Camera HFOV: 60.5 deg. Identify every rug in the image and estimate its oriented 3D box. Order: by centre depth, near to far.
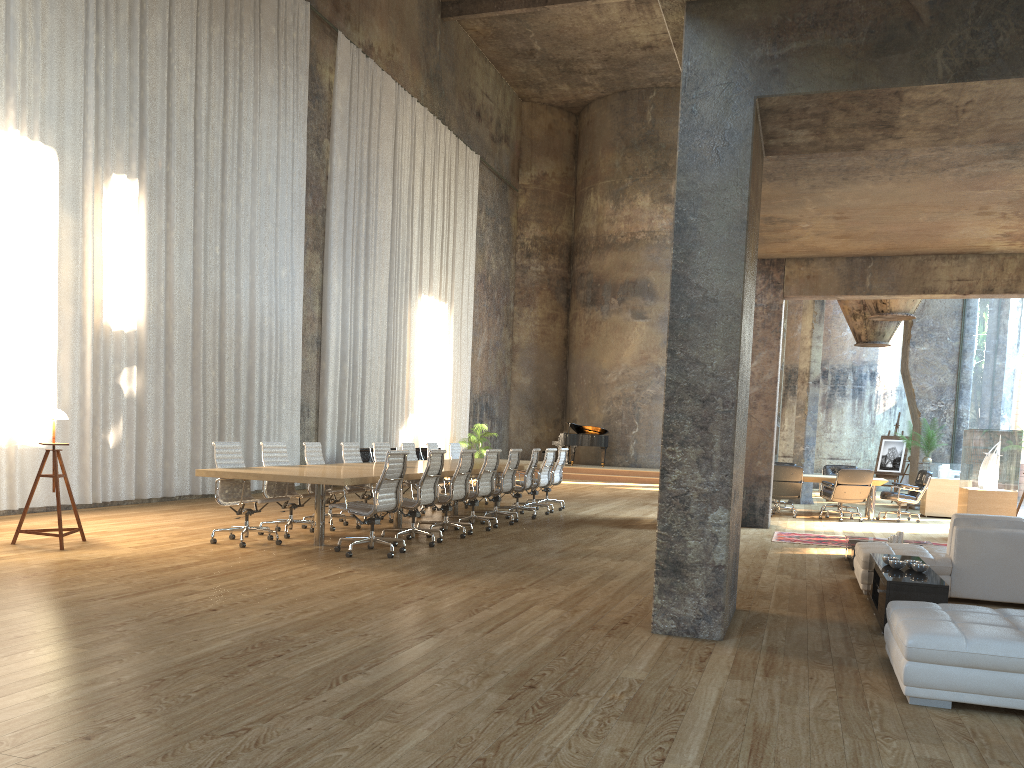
[{"bbox_3d":[4.643,2.051,11.318,2.457,0.009,1.344,1,-3,18],"label":"rug"}]

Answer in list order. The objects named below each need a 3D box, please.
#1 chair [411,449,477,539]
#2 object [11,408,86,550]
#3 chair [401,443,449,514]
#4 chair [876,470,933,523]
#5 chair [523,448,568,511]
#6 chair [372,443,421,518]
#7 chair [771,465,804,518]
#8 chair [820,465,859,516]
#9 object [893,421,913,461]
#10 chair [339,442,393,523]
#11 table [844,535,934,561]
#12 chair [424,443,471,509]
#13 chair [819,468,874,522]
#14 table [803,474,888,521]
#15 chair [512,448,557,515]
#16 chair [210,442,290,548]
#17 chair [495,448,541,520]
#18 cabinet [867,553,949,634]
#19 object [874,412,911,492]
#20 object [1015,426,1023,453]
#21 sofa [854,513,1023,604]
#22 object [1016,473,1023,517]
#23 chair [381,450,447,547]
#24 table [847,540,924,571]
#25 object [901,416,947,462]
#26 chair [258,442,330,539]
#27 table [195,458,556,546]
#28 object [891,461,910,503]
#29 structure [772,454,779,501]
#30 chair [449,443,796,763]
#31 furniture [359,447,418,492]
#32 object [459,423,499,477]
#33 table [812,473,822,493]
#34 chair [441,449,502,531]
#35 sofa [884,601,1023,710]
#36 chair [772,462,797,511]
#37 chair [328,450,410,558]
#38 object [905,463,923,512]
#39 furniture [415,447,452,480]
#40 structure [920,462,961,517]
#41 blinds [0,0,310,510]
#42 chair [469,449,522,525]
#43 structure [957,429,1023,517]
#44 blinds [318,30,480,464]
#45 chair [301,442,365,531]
[{"bbox_3d":[-0.793,1.264,10.290,0.697,1.033,0.663,3,2,24],"label":"chair"},{"bbox_3d":[-4.239,0.877,8.169,0.658,1.307,0.566,0,4,-38],"label":"object"},{"bbox_3d":[-1.313,1.404,13.170,0.697,1.033,0.663,3,2,24],"label":"chair"},{"bbox_3d":[6.693,1.906,15.064,0.819,0.899,0.727,3,1,13],"label":"chair"},{"bbox_3d":[0.561,1.556,14.504,0.697,1.033,0.663,3,2,24],"label":"chair"},{"bbox_3d":[-1.593,1.345,12.317,0.696,1.033,0.663,3,2,27],"label":"chair"},{"bbox_3d":[4.579,1.815,15.001,0.728,0.899,0.818,3,1,12],"label":"chair"},{"bbox_3d":[6.005,1.935,16.090,0.728,0.899,0.819,3,1,19],"label":"chair"},{"bbox_3d":[8.947,1.267,19.707,0.684,0.946,0.859,4,2,39],"label":"object"},{"bbox_3d":[-1.871,1.287,11.483,0.697,1.033,0.663,3,2,24],"label":"chair"},{"bbox_3d":[4.071,1.813,9.532,0.858,0.248,0.369,1,-1,18],"label":"table"},{"bbox_3d":[-1.027,1.465,14.041,0.697,1.033,0.663,3,2,22],"label":"chair"},{"bbox_3d":[5.547,1.839,14.716,0.730,0.899,0.816,2,1,-8],"label":"chair"},{"bbox_3d":[5.277,1.969,15.536,2.405,0.705,1.102,2,-1,18],"label":"table"},{"bbox_3d":[0.324,1.500,13.674,0.696,1.033,0.663,3,2,27],"label":"chair"},{"bbox_3d":[-2.665,1.113,8.955,0.697,1.033,0.663,3,2,24],"label":"chair"},{"bbox_3d":[0.063,1.444,12.860,0.697,1.033,0.663,3,2,18],"label":"chair"},{"bbox_3d":[2.851,1.526,6.445,0.395,0.371,1.559,2,-3,18],"label":"cabinet"},{"bbox_3d":[9.054,1.728,20.881,0.684,2.163,0.696,-1,5,-43],"label":"object"},{"bbox_3d":[7.353,0.789,12.341,0.687,0.946,0.856,3,1,9],"label":"object"},{"bbox_3d":[4.338,1.517,8.374,2.060,0.726,2.923,2,-3,18],"label":"sofa"},{"bbox_3d":[7.254,1.741,12.429,0.659,0.979,0.566,2,3,-18],"label":"object"},{"bbox_3d":[-1.079,1.204,9.419,0.697,1.033,0.663,3,2,22],"label":"chair"},{"bbox_3d":[3.955,1.810,9.183,0.788,0.204,1.108,1,-3,18],"label":"table"},{"bbox_3d":[8.156,1.104,17.381,0.856,0.947,0.686,3,2,21],"label":"object"},{"bbox_3d":[-2.422,1.169,9.784,0.696,1.033,0.663,3,2,27],"label":"chair"},{"bbox_3d":[-1.072,1.469,11.817,1.598,0.763,7.700,2,-3,18],"label":"table"},{"bbox_3d":[8.954,2.221,19.740,0.657,0.980,0.568,3,3,12],"label":"object"},{"bbox_3d":[5.228,1.984,18.633,0.741,1.022,0.732,3,2,18],"label":"structure"},{"bbox_3d":[1.946,1.592,14.003,12.926,1.038,31.445,1,-3,18],"label":"chair"},{"bbox_3d":[-2.412,1.694,17.523,0.707,0.846,1.868,3,-2,18],"label":"furniture"},{"bbox_3d":[-0.884,1.771,23.217,1.090,1.467,1.124,3,2,9],"label":"object"},{"bbox_3d":[7.055,2.452,21.492,1.867,0.550,0.939,2,-1,18],"label":"table"},{"bbox_3d":[-0.514,1.324,11.143,0.696,1.033,0.663,3,2,27],"label":"chair"},{"bbox_3d":[3.020,1.240,4.390,2.063,0.726,1.069,2,-1,18],"label":"sofa"},{"bbox_3d":[4.947,1.911,16.438,0.727,0.899,0.819,3,1,25],"label":"chair"},{"bbox_3d":[-1.379,1.141,8.521,0.697,1.033,0.663,3,2,24],"label":"chair"},{"bbox_3d":[8.241,2.057,17.333,0.659,0.979,0.567,1,3,-36],"label":"object"},{"bbox_3d":[-1.663,1.852,19.787,0.707,0.846,1.868,3,-2,18],"label":"furniture"},{"bbox_3d":[8.058,1.971,16.330,0.733,1.022,0.741,3,2,18],"label":"structure"},{"bbox_3d":[-4.985,-2.684,12.324,0.274,8.706,7.805,4,2,20],"label":"blinds"},{"bbox_3d":[-0.235,1.382,11.977,0.697,1.033,0.663,3,2,24],"label":"chair"},{"bbox_3d":[6.572,1.408,12.135,0.593,1.559,0.739,3,3,18],"label":"structure"},{"bbox_3d":[-2.273,-2.113,20.519,0.274,8.706,7.805,4,2,20],"label":"blinds"},{"bbox_3d":[-2.153,1.226,10.595,0.697,1.033,0.663,3,2,18],"label":"chair"}]
